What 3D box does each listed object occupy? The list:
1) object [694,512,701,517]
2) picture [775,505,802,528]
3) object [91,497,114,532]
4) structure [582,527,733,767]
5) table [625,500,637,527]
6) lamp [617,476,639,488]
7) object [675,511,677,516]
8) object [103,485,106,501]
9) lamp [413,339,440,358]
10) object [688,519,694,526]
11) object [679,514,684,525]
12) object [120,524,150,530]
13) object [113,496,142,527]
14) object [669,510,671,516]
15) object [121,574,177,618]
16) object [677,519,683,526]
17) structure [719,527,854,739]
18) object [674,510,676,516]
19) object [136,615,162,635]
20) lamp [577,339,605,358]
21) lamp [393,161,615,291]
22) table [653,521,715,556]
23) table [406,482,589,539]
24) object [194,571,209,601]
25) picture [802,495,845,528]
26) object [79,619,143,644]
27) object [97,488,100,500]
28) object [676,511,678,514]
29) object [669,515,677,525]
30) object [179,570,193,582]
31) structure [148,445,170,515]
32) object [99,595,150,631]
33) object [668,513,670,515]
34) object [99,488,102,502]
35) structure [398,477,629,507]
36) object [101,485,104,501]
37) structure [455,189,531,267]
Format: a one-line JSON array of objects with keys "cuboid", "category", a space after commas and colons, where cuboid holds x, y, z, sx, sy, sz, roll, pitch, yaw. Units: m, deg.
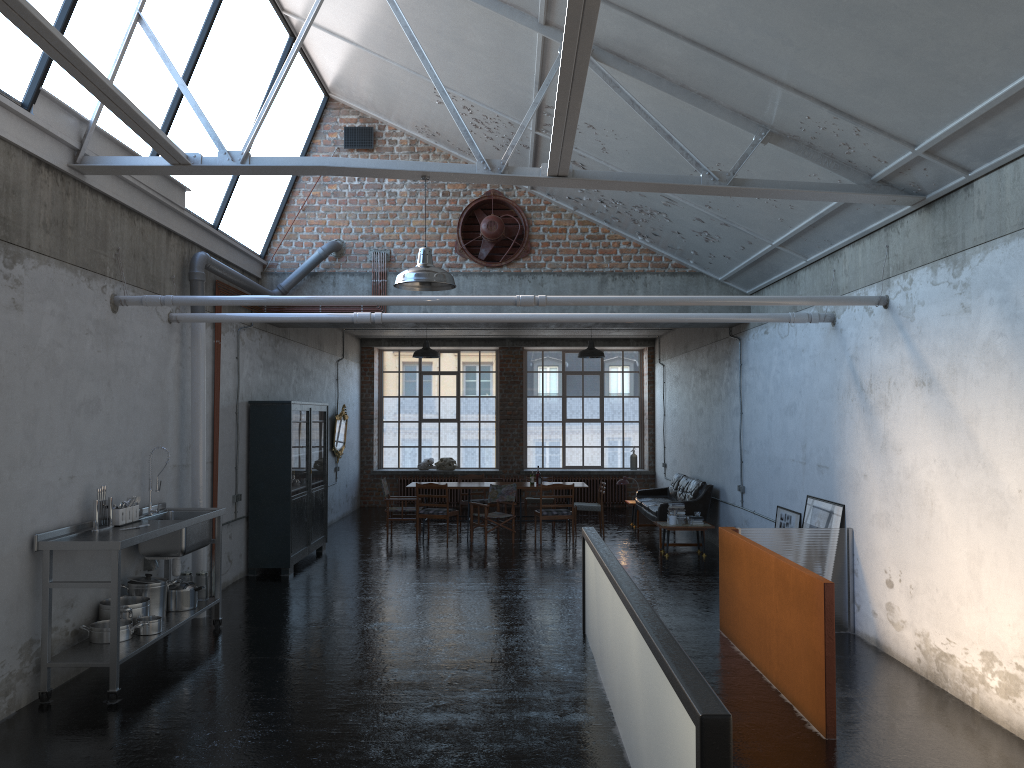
[{"cuboid": [3.957, 2.781, 18.921, 0.145, 0.095, 0.145, 1, -2, -27], "category": "object"}, {"cuboid": [4.532, 2.781, 14.761, 0.189, 1.391, 1.244, 0, -2, 0], "category": "picture"}, {"cuboid": [-4.733, 1.508, 10.268, 0.093, 0.365, 0.450, 0, -2, 0], "category": "object"}, {"cuboid": [1.042, 2.678, 8.329, 0.167, 1.708, 7.698, 0, -2, 0], "category": "structure"}, {"cuboid": [3.648, 3.475, 23.746, 1.135, 0.642, 0.908, 0, -2, 0], "category": "table"}, {"cuboid": [3.143, 2.818, 23.747, 0.695, 0.688, 0.308, 0, -2, -8], "category": "lamp"}, {"cuboid": [3.469, 2.795, 18.802, 0.072, 0.259, 0.013, 0, -2, 2], "category": "object"}, {"cuboid": [-4.734, 1.264, 10.308, 0.031, 0.185, 0.046, 0, -2, -4], "category": "object"}, {"cuboid": [-2.145, -1.286, 22.196, 0.703, 1.247, 0.703, 0, -2, 4], "category": "lamp"}, {"cuboid": [3.747, 2.902, 18.606, 0.129, 0.139, 0.129, 1, -2, -22], "category": "object"}, {"cuboid": [3.587, 2.868, 18.753, 0.122, 0.217, 0.122, 1, -2, -27], "category": "object"}, {"cuboid": [-4.401, 1.676, 10.352, 0.063, 0.031, 0.457, -1, -2, 19], "category": "object"}, {"cuboid": [-4.730, 1.540, 10.799, 0.233, 0.327, 0.636, 0, -2, 2], "category": "object"}, {"cuboid": [3.361, 2.822, 18.816, 0.064, 0.283, 0.032, -2, -3, 36], "category": "object"}, {"cuboid": [-4.588, 2.666, 11.172, 0.485, 0.551, 0.548, -1, -2, 24], "category": "object"}, {"cuboid": [3.519, 2.902, 18.606, 0.129, 0.139, 0.129, 1, -2, -22], "category": "object"}, {"cuboid": [3.735, 2.744, 10.117, 1.780, 1.708, 4.118, 0, -2, 0], "category": "structure"}, {"cuboid": [3.449, 2.822, 18.826, 0.032, 0.285, 0.051, -2, -3, 39], "category": "object"}, {"cuboid": [-4.233, 2.816, 10.339, 0.282, 0.161, 0.354, -1, -2, 27], "category": "object"}, {"cuboid": [1.981, -1.286, 22.195, 0.703, 1.247, 0.703, 0, -2, 4], "category": "lamp"}, {"cuboid": [0.386, -2.383, 13.024, 1.323, 2.834, 7.446, -1, -2, 18], "category": "lamp"}, {"cuboid": [3.646, 3.296, 18.858, 1.135, 0.642, 0.908, 0, -2, 0], "category": "table"}, {"cuboid": [-0.354, 3.113, 21.849, 4.356, 1.284, 1.493, 0, -2, 0], "category": "table"}, {"cuboid": [-4.269, 2.769, 12.190, 0.182, 0.400, 0.182, 1, -2, -14], "category": "object"}, {"cuboid": [4.469, 2.552, 13.051, 0.326, 1.701, 1.533, 0, -2, 0], "category": "picture"}, {"cuboid": [-4.542, 2.804, 10.053, 0.566, 0.174, 0.451, -1, -2, 27], "category": "object"}, {"cuboid": [-4.733, 1.270, 10.144, 0.027, 0.160, 0.038, 0, -2, -5], "category": "object"}, {"cuboid": [3.469, 2.805, 18.784, 0.086, 0.236, 0.012, 0, -2, 0], "category": "object"}, {"cuboid": [3.409, 2.883, 18.775, 0.154, 0.192, 0.154, 0, -2, 0], "category": "object"}, {"cuboid": [-4.483, 2.769, 12.190, 0.182, 0.400, 0.182, 1, -2, -14], "category": "object"}, {"cuboid": [-4.674, 1.273, 11.757, 0.293, 0.926, 0.055, 0, -2, 0], "category": "structure"}, {"cuboid": [-4.625, 2.752, 10.594, 0.564, 0.323, 0.707, 0, -2, 12], "category": "object"}, {"cuboid": [3.381, 2.834, 18.795, 0.191, 0.266, 0.012, 0, -2, 3], "category": "object"}, {"cuboid": [-4.733, 1.272, 10.193, 0.027, 0.160, 0.038, 0, -2, -5], "category": "object"}, {"cuboid": [0.031, 3.486, 28.525, 7.486, 0.998, 0.325, 0, -2, 0], "category": "structure"}, {"cuboid": [-4.734, 1.262, 10.249, 0.031, 0.185, 0.046, 0, -2, -4], "category": "object"}, {"cuboid": [-0.377, -3.048, 17.444, 1.481, 1.534, 1.131, 0, -2, 0], "category": "structure"}]
